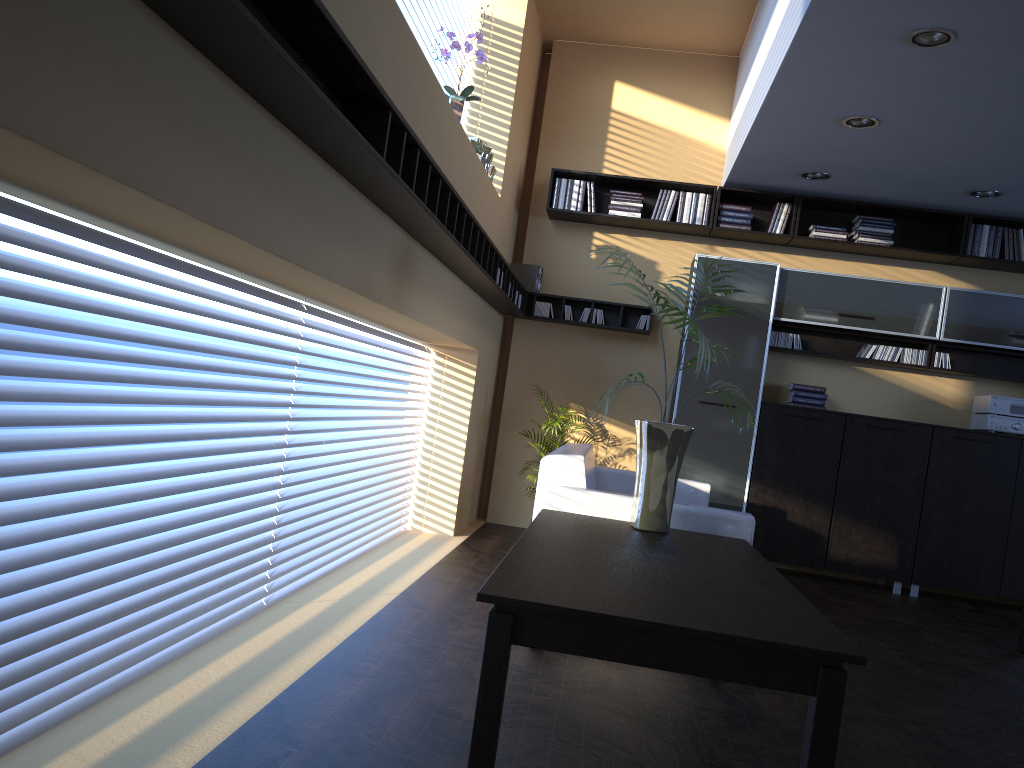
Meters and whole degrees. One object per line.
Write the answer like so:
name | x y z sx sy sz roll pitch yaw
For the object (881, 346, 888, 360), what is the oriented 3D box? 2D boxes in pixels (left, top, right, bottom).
object | 2.964 -0.244 7.106 0.040 0.118 0.142 8 0 7

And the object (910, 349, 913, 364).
object | 3.169 -0.215 7.083 0.009 0.120 0.142 8 0 7

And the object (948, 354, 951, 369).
object | 3.451 -0.175 7.049 0.036 0.116 0.140 8 0 7

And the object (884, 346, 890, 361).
object | 2.984 -0.241 7.105 0.040 0.118 0.142 8 0 7

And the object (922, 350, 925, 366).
object | 3.258 -0.203 7.073 0.009 0.120 0.142 8 0 7

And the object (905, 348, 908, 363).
object | 3.130 -0.221 7.089 0.006 0.118 0.140 8 0 7

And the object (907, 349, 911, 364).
object | 3.148 -0.218 7.079 0.009 0.120 0.142 8 0 7

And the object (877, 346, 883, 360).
object | 2.935 -0.248 7.112 0.040 0.118 0.142 8 0 7

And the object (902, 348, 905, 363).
object | 3.109 -0.224 7.086 0.009 0.120 0.142 8 0 7

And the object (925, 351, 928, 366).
object | 3.278 -0.201 7.066 0.009 0.120 0.142 8 0 7

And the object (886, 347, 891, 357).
object | 2.994 -0.239 7.103 0.040 0.118 0.142 8 0 7

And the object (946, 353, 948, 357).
object | 3.436 -0.178 7.053 0.030 0.120 0.142 8 0 7

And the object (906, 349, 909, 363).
object | 3.139 -0.220 7.084 0.006 0.118 0.140 8 0 7

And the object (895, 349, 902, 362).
object | 3.073 -0.229 7.092 0.040 0.118 0.142 8 0 7

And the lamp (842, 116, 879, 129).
lamp | 2.115 -1.626 5.363 0.209 0.096 0.208 8 -1 -11

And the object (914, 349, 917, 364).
object | 3.198 -0.212 7.075 0.009 0.120 0.142 8 0 7

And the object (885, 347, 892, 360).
object | 2.994 -0.239 7.101 0.036 0.116 0.140 8 0 7

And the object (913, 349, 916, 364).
object | 3.189 -0.213 7.085 0.009 0.120 0.142 8 0 7

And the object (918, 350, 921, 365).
object | 3.229 -0.207 7.077 0.006 0.118 0.140 8 0 7

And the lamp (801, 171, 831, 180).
lamp | 2.255 -1.585 6.561 0.209 0.096 0.208 8 -1 25

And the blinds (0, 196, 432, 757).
blinds | -1.017 0.316 3.909 0.047 1.367 5.394 8 -1 7

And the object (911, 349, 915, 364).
object | 3.178 -0.214 7.075 0.009 0.120 0.142 8 0 7

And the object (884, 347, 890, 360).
object | 2.984 -0.241 7.099 0.036 0.116 0.140 8 0 7

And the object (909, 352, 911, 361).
object | 3.159 -0.217 7.081 0.009 0.120 0.142 8 0 7

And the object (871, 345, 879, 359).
object | 2.895 -0.253 7.112 0.040 0.118 0.142 8 0 7

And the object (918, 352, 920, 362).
object | 3.229 -0.207 7.083 0.009 0.120 0.142 8 0 7

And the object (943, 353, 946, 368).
object | 3.416 -0.181 7.051 0.030 0.120 0.142 8 0 7

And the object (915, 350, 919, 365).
object | 3.208 -0.210 7.075 0.009 0.120 0.142 8 0 7

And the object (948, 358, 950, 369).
object | 3.451 -0.175 7.051 0.040 0.118 0.142 8 0 7

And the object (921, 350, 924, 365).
object | 3.248 -0.205 7.070 0.009 0.120 0.142 8 0 7

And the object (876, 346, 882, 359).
object | 2.925 -0.249 7.109 0.036 0.116 0.140 8 0 7

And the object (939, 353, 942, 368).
object | 3.386 -0.186 7.055 0.006 0.118 0.140 8 0 7

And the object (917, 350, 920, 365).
object | 3.219 -0.209 7.079 0.009 0.120 0.142 8 0 7

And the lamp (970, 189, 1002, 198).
lamp | 3.441 -1.422 6.422 0.209 0.096 0.208 8 -1 1

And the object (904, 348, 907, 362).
object | 3.120 -0.222 7.086 0.006 0.118 0.140 8 0 7

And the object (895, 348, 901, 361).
object | 3.064 -0.230 7.091 0.036 0.116 0.140 8 0 7

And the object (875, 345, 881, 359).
object | 2.915 -0.250 7.113 0.036 0.116 0.140 8 0 7

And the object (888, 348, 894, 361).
object | 3.014 -0.237 7.096 0.036 0.116 0.140 8 0 7

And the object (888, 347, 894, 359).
object | 3.014 -0.237 7.101 0.040 0.118 0.142 8 0 7

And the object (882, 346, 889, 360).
object | 2.975 -0.242 7.107 0.040 0.118 0.142 8 0 7

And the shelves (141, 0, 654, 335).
shelves | 0.171 -0.711 4.225 1.248 0.213 6.625 8 -1 7

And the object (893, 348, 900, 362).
object | 3.054 -0.231 7.096 0.040 0.118 0.142 8 0 7

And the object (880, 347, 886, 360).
object | 2.955 -0.245 7.108 0.036 0.116 0.140 8 0 7

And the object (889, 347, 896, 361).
object | 3.025 -0.235 7.104 0.040 0.118 0.142 8 0 7

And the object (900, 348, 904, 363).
object | 3.099 -0.225 7.089 0.009 0.120 0.142 8 0 7

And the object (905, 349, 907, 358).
object | 3.130 -0.221 7.093 0.009 0.120 0.142 8 0 7

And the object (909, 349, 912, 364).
object | 3.159 -0.217 7.078 0.006 0.118 0.140 8 0 7

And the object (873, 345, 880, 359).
object | 2.905 -0.252 7.110 0.040 0.118 0.142 8 0 7

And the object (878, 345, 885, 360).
object | 2.944 -0.246 7.104 0.040 0.118 0.142 8 0 7

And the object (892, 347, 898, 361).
object | 3.044 -0.233 7.098 0.040 0.118 0.142 8 0 7

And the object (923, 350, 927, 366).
object | 3.267 -0.202 7.064 0.009 0.120 0.142 8 0 7

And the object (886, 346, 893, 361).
object | 3.004 -0.238 7.096 0.040 0.118 0.142 8 0 7

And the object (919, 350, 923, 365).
object | 3.238 -0.206 7.071 0.009 0.120 0.142 8 0 7

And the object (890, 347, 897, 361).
object | 3.034 -0.234 7.095 0.040 0.118 0.142 8 0 7

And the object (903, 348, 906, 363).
object | 3.120 -0.222 7.089 0.009 0.120 0.142 8 0 7

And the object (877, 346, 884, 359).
object | 2.935 -0.247 7.110 0.036 0.116 0.140 8 0 7

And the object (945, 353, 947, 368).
object | 3.426 -0.180 7.051 0.030 0.120 0.142 8 0 7

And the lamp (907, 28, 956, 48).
lamp | 1.975 -1.667 4.164 0.209 0.096 0.208 8 -1 -23
